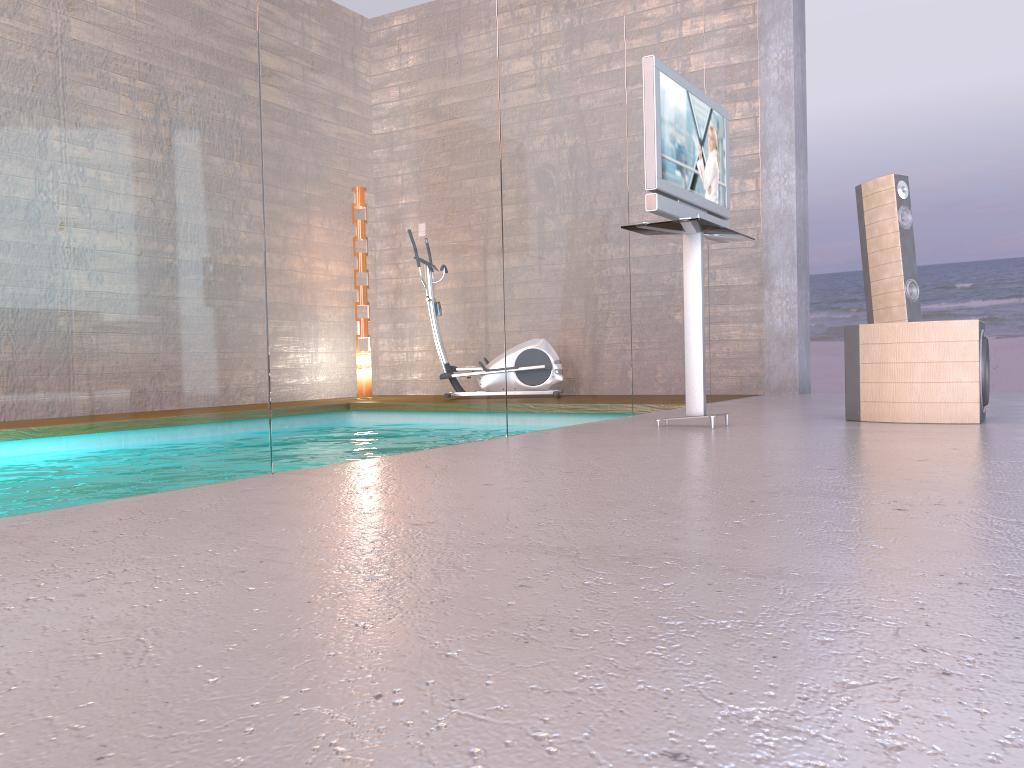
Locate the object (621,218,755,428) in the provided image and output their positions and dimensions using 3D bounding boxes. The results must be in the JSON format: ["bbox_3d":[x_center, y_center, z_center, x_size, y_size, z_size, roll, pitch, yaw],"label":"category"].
[{"bbox_3d":[0.850,-0.282,4.143,0.360,0.958,0.818,-1,2,31],"label":"object"}]

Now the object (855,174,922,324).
[{"bbox_3d":[2.480,-0.619,5.833,0.244,1.469,0.444,-2,2,-34],"label":"object"}]

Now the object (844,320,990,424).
[{"bbox_3d":[1.928,-0.059,4.230,0.604,0.459,0.514,-1,2,31],"label":"object"}]

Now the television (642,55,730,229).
[{"bbox_3d":[0.831,-1.060,4.120,0.054,0.644,1.000,-1,2,31],"label":"television"}]
